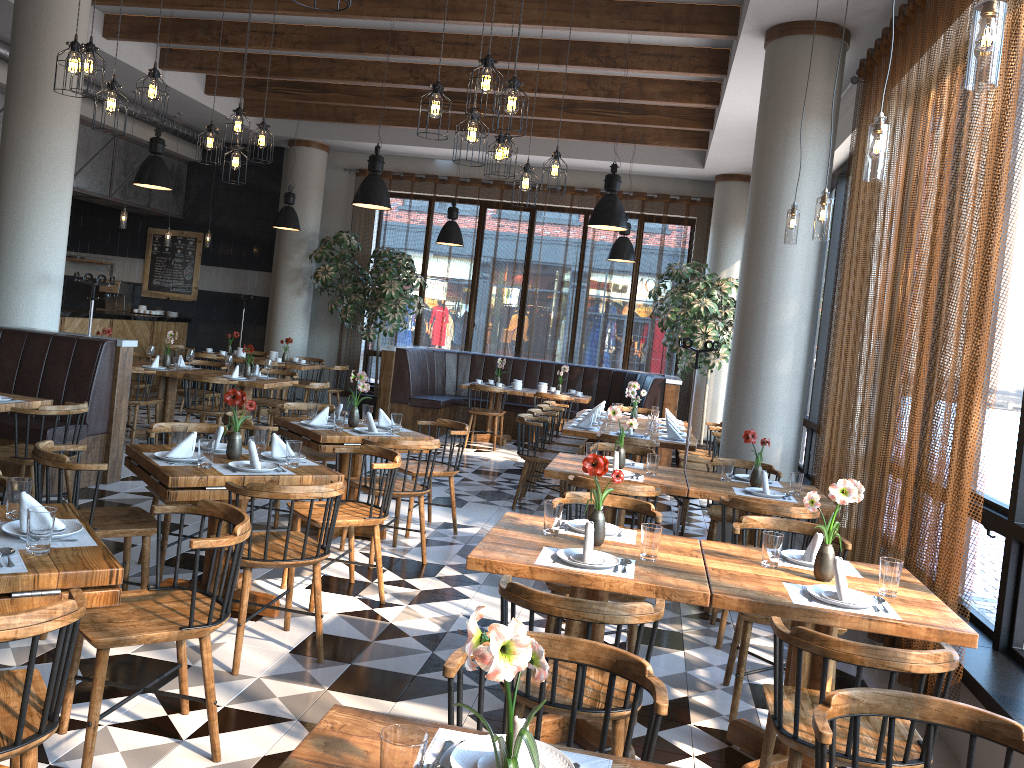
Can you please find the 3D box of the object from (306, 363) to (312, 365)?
[{"bbox_3d":[-2.828,-0.279,12.399,0.034,0.023,0.155,8,4,36],"label":"object"}]

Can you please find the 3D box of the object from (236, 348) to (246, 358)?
[{"bbox_3d":[-3.793,-0.438,12.409,0.129,0.128,0.130,5,3,-37],"label":"object"}]

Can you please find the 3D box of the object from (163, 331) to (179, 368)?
[{"bbox_3d":[-3.630,-0.369,9.420,0.146,0.400,0.207,5,2,-32],"label":"object"}]

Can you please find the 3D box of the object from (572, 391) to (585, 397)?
[{"bbox_3d":[0.896,0.138,11.948,0.175,0.067,0.176,6,3,-1],"label":"object"}]

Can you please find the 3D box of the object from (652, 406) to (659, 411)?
[{"bbox_3d":[1.582,0.315,9.806,0.080,0.132,0.080,6,2,-6],"label":"object"}]

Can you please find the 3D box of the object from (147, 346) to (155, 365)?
[{"bbox_3d":[-3.832,-0.296,9.394,0.081,0.215,0.081,6,1,1],"label":"object"}]

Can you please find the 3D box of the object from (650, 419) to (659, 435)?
[{"bbox_3d":[1.294,0.392,8.081,0.080,0.132,0.080,6,2,-6],"label":"object"}]

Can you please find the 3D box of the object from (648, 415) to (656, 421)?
[{"bbox_3d":[1.346,0.368,8.559,0.080,0.132,0.080,6,2,-6],"label":"object"}]

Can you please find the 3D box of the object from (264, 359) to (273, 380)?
[{"bbox_3d":[-2.558,-0.150,9.298,0.081,0.215,0.081,6,2,-27],"label":"object"}]

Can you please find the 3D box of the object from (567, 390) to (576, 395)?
[{"bbox_3d":[0.835,0.115,12.210,0.176,0.067,0.175,8,4,23],"label":"object"}]

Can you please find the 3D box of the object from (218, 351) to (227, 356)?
[{"bbox_3d":[-4.006,-0.422,12.261,0.175,0.067,0.176,4,4,-29],"label":"object"}]

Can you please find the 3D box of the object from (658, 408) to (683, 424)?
[{"bbox_3d":[1.735,0.340,9.637,0.272,0.137,0.352,7,3,9],"label":"object"}]

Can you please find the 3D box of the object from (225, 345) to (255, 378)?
[{"bbox_3d":[-2.838,-0.249,9.265,0.295,0.355,0.166,7,2,15],"label":"object"}]

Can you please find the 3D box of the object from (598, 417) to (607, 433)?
[{"bbox_3d":[0.785,0.358,7.740,0.080,0.132,0.080,6,2,-6],"label":"object"}]

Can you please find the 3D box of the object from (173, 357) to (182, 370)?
[{"bbox_3d":[-3.528,-0.217,9.334,0.080,0.132,0.080,8,2,39],"label":"object"}]

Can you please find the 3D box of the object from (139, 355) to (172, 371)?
[{"bbox_3d":[-3.696,-0.227,9.162,0.352,0.137,0.272,7,3,9],"label":"object"}]

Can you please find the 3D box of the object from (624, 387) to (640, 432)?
[{"bbox_3d":[1.093,0.231,8.144,0.146,0.400,0.206,7,2,14],"label":"object"}]

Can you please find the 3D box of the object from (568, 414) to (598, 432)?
[{"bbox_3d":[0.656,0.327,7.963,0.272,0.137,0.352,7,3,9],"label":"object"}]

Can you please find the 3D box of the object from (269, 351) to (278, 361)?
[{"bbox_3d":[-3.358,-0.395,12.479,0.129,0.128,0.130,5,3,-37],"label":"object"}]

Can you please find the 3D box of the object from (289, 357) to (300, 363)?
[{"bbox_3d":[-3.086,-0.345,12.643,0.175,0.067,0.176,4,4,-36],"label":"object"}]

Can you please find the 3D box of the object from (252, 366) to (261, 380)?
[{"bbox_3d":[-2.655,-0.112,9.192,0.080,0.132,0.080,8,2,39],"label":"object"}]

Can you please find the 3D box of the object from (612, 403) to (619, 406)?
[{"bbox_3d":[1.112,0.279,9.556,0.080,0.132,0.080,6,2,-6],"label":"object"}]

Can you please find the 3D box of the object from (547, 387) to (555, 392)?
[{"bbox_3d":[0.563,0.078,12.306,0.175,0.067,0.176,4,4,-36],"label":"object"}]

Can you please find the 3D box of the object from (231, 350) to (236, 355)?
[{"bbox_3d":[-3.959,-0.445,12.734,0.176,0.067,0.175,8,4,23],"label":"object"}]

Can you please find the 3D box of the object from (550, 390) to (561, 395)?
[{"bbox_3d":[0.597,0.118,11.744,0.175,0.067,0.176,6,3,-8],"label":"object"}]

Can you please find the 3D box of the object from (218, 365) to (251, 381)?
[{"bbox_3d":[-2.823,-0.123,9.020,0.352,0.137,0.272,7,3,9],"label":"object"}]

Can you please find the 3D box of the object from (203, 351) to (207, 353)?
[{"bbox_3d":[-4.308,-0.445,12.451,0.053,0.025,0.049,6,3,-2],"label":"object"}]

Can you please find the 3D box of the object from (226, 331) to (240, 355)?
[{"bbox_3d":[-3.945,-0.575,12.505,0.171,0.355,0.156,6,2,-5],"label":"object"}]

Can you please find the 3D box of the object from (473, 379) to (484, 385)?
[{"bbox_3d":[-0.460,-0.027,12.182,0.176,0.067,0.176,6,3,1],"label":"object"}]

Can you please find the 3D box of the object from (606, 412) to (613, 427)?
[{"bbox_3d":[0.917,0.333,8.359,0.080,0.132,0.080,6,2,-6],"label":"object"}]

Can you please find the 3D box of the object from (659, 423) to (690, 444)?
[{"bbox_3d":[1.437,0.422,7.813,0.272,0.137,0.352,7,3,9],"label":"object"}]

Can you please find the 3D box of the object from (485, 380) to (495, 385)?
[{"bbox_3d":[-0.300,-0.024,12.427,0.175,0.067,0.176,4,4,-36],"label":"object"}]

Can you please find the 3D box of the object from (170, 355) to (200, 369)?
[{"bbox_3d":[-3.603,-0.250,9.679,0.352,0.137,0.272,7,3,9],"label":"object"}]

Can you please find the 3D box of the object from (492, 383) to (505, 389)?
[{"bbox_3d":[-0.173,0.023,11.894,0.176,0.067,0.175,10,5,44],"label":"object"}]

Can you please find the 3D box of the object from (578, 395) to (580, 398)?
[{"bbox_3d":[0.893,0.167,11.815,0.034,0.023,0.155,6,4,-1],"label":"object"}]

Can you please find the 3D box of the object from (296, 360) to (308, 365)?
[{"bbox_3d":[-2.907,-0.302,12.292,0.175,0.067,0.176,6,3,-5],"label":"object"}]

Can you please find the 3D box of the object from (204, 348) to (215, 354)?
[{"bbox_3d":[-4.292,-0.471,12.549,0.176,0.067,0.176,6,3,1],"label":"object"}]

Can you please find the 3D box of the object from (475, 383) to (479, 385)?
[{"bbox_3d":[-0.476,-0.001,12.084,0.053,0.025,0.049,6,3,-2],"label":"object"}]

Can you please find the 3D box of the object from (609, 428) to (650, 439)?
[{"bbox_3d":[1.036,0.382,7.744,0.352,0.137,0.272,7,3,9],"label":"object"}]

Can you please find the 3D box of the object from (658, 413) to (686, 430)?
[{"bbox_3d":[1.636,0.367,9.034,0.272,0.137,0.352,7,3,9],"label":"object"}]

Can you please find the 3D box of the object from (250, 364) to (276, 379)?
[{"bbox_3d":[-2.730,-0.145,9.537,0.352,0.137,0.272,7,3,9],"label":"object"}]

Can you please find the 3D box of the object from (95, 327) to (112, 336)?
[{"bbox_3d":[-4.424,-0.443,9.578,0.171,0.355,0.156,5,2,-43],"label":"object"}]

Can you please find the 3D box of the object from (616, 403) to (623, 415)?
[{"bbox_3d":[1.167,0.279,9.653,0.080,0.132,0.080,6,2,-6],"label":"object"}]

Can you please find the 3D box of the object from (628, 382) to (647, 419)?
[{"bbox_3d":[1.315,0.177,9.401,0.207,0.400,0.146,7,1,8],"label":"object"}]

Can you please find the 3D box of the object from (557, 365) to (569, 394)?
[{"bbox_3d":[0.680,-0.055,11.981,0.146,0.400,0.206,7,2,14],"label":"object"}]

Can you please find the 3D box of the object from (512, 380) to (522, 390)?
[{"bbox_3d":[0.073,0.012,12.021,0.129,0.128,0.130,5,3,-37],"label":"object"}]

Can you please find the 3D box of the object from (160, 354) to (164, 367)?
[{"bbox_3d":[-3.738,-0.251,9.496,0.080,0.132,0.080,7,2,24],"label":"object"}]

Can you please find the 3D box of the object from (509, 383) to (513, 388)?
[{"bbox_3d":[0.044,0.020,12.339,0.176,0.067,0.176,7,3,19],"label":"object"}]

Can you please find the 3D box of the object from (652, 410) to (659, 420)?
[{"bbox_3d":[1.485,0.342,9.214,0.080,0.132,0.080,6,2,-6],"label":"object"}]

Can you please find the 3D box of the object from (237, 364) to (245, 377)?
[{"bbox_3d":[-2.866,-0.146,9.354,0.080,0.132,0.080,8,3,44],"label":"object"}]

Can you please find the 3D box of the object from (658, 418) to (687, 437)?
[{"bbox_3d":[1.529,0.397,8.379,0.272,0.137,0.352,7,3,9],"label":"object"}]

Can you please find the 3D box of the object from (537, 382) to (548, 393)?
[{"bbox_3d":[0.417,0.048,12.043,0.129,0.128,0.130,5,3,-37],"label":"object"}]

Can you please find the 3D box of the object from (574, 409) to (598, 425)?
[{"bbox_3d":[0.748,0.301,8.529,0.272,0.137,0.352,7,3,9],"label":"object"}]

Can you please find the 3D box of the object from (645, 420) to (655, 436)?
[{"bbox_3d":[1.227,0.396,7.904,0.080,0.132,0.080,6,2,-6],"label":"object"}]

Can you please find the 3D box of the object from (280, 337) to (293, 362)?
[{"bbox_3d":[-3.147,-0.477,12.341,0.156,0.355,0.171,5,2,-33],"label":"object"}]

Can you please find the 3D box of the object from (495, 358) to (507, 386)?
[{"bbox_3d":[-0.156,-0.158,12.159,0.146,0.400,0.207,6,2,-24],"label":"object"}]

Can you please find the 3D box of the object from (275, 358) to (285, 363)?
[{"bbox_3d":[-3.196,-0.323,12.126,0.176,0.067,0.175,8,4,24],"label":"object"}]

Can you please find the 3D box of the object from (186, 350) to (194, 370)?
[{"bbox_3d":[-3.431,-0.255,9.440,0.081,0.215,0.081,6,2,-27],"label":"object"}]
